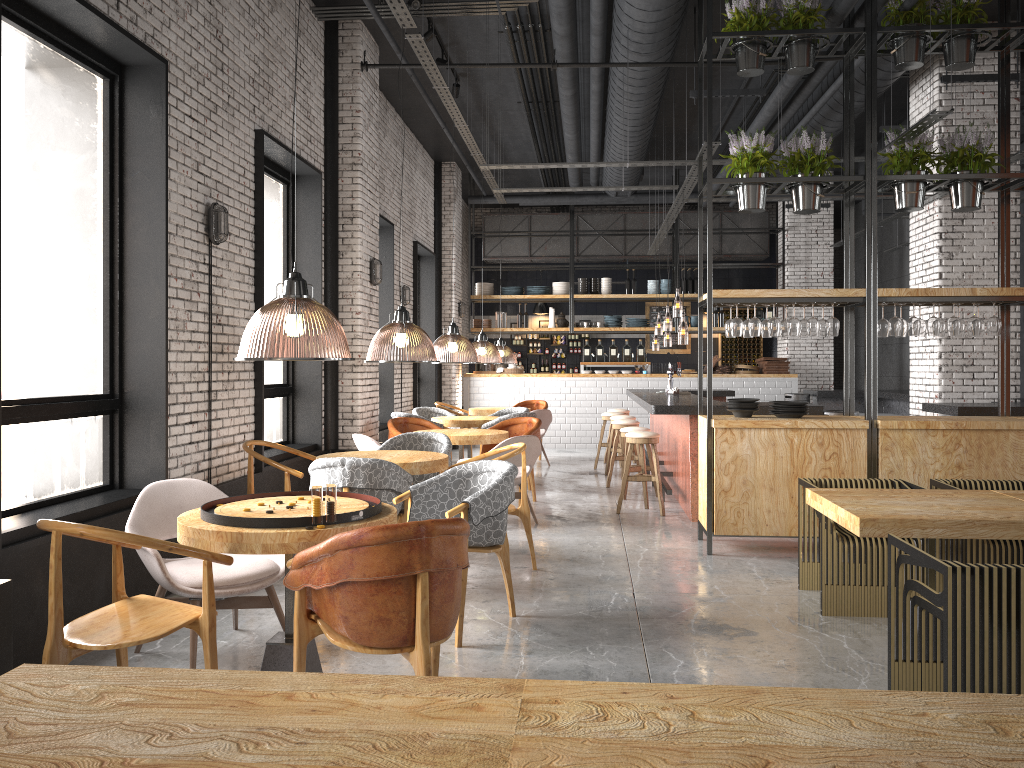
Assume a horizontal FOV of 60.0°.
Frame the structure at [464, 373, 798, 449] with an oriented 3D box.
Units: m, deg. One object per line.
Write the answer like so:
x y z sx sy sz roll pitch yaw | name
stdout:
2.094 0.482 16.245 5.800 1.346 1.511 0 1 5 | structure

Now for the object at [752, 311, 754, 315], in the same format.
5.181 -1.526 18.947 0.079 0.079 0.283 0 1 5 | object

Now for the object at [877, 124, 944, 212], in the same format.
3.129 -1.649 6.985 0.467 0.559 0.416 0 1 44 | object

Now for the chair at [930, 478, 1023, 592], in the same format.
2.976 0.981 5.361 0.657 0.730 0.638 0 1 8 | chair

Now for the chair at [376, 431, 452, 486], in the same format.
-0.747 0.861 7.092 0.681 0.929 0.644 0 0 15 | chair

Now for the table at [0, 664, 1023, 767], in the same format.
0.881 1.045 1.382 4.135 0.763 1.000 0 1 5 | table

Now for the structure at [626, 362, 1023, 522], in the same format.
3.704 0.489 10.985 4.310 1.533 5.877 0 1 5 | structure

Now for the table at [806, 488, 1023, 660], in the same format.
2.119 0.982 4.487 0.996 0.763 1.000 0 1 5 | table

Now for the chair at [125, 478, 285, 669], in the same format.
-1.560 0.947 4.540 0.802 0.850 0.771 1 1 44 | chair

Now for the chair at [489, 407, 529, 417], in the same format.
-0.039 0.770 11.560 0.644 0.929 0.681 0 1 -40 | chair

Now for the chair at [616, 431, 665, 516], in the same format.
1.306 0.869 8.691 0.480 0.805 0.439 0 0 -36 | chair

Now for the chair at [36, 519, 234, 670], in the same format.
-1.511 0.942 3.359 0.612 0.921 0.644 0 0 32 | chair

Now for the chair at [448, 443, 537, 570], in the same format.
-0.141 0.882 6.282 0.644 0.921 0.612 0 0 -3 | chair

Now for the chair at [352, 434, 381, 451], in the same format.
-1.076 0.871 8.217 0.802 0.850 0.771 0 1 -36 | chair

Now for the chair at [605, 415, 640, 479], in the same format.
1.423 0.809 11.612 0.439 0.805 0.480 0 0 44 | chair

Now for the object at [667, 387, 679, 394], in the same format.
2.120 0.084 11.675 0.091 0.091 0.177 0 1 -20 | object

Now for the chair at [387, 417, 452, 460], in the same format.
-0.999 0.818 9.229 0.681 0.929 0.644 0 1 -43 | chair

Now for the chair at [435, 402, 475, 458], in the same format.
-0.926 0.734 13.519 0.644 0.921 0.612 0 0 12 | chair

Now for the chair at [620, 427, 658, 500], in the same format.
1.364 0.874 9.858 0.480 0.805 0.439 0 0 -16 | chair

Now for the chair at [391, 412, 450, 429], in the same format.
-1.175 0.790 10.589 0.644 0.929 0.681 0 1 -40 | chair

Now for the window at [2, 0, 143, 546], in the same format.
-2.438 -0.621 4.741 0.365 2.697 1.535 0 0 5 | window

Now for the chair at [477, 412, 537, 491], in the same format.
-0.002 0.791 10.539 0.681 0.929 0.644 0 1 -40 | chair

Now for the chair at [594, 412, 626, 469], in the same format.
1.424 0.794 12.353 0.480 0.805 0.439 0 0 -21 | chair

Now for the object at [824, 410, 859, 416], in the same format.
3.025 0.767 8.234 0.399 1.035 0.397 0 0 40 | object

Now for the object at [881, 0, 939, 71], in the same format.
3.118 -2.769 6.949 0.416 0.559 0.467 0 1 24 | object

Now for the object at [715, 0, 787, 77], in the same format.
1.910 -2.773 7.117 0.467 0.559 0.416 0 0 -8 | object

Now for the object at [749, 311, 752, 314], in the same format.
5.084 -1.525 18.921 0.079 0.079 0.283 0 1 5 | object

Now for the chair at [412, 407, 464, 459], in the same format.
-1.005 0.770 11.575 0.681 0.929 0.644 0 1 -40 | chair

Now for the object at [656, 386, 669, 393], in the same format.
2.107 0.059 12.506 0.200 0.106 0.767 0 1 5 | object

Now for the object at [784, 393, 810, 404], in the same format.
4.298 0.662 13.363 0.399 1.035 0.397 0 0 40 | object

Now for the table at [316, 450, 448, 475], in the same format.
-0.920 0.921 6.323 0.932 0.810 0.932 -1 1 -38 | table

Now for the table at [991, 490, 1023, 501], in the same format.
3.118 0.984 4.399 0.996 0.763 1.000 0 1 5 | table

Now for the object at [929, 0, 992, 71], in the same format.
3.515 -2.770 6.966 0.416 0.559 0.467 0 0 -1 | object

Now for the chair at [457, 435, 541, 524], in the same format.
-0.112 0.873 8.129 0.771 0.850 0.802 0 1 -36 | chair

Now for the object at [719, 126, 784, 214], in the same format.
1.902 -1.650 7.043 0.416 0.559 0.467 0 1 -45 | object

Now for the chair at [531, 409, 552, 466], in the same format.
0.203 0.777 12.836 0.771 0.850 0.802 0 1 -36 | chair

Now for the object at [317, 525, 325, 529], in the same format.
-0.760 0.568 3.527 0.032 0.010 0.032 -1 1 -34 | object

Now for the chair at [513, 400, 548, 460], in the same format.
0.307 0.721 13.933 0.681 0.929 0.644 0 0 27 | chair

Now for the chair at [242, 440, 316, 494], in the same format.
-1.709 0.877 6.510 0.644 0.921 0.612 0 0 12 | chair

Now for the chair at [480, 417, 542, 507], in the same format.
0.050 0.818 9.231 0.681 0.929 0.644 0 1 42 | chair

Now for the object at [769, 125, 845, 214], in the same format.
2.350 -1.651 7.085 0.467 0.559 0.416 0 0 -18 | object

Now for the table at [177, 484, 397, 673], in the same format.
-0.975 0.889 3.900 0.932 0.973 0.932 -1 1 -42 | table

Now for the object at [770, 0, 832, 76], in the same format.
2.295 -2.772 7.065 0.416 0.559 0.467 0 0 -16 | object

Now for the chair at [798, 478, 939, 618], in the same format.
2.153 0.980 5.419 0.657 0.730 0.638 0 1 6 | chair

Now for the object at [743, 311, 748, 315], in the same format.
4.990 -1.525 18.925 0.079 0.079 0.283 0 1 5 | object

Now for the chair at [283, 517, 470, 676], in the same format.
-0.452 0.939 3.295 0.681 0.929 0.644 0 0 -33 | chair

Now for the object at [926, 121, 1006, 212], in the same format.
3.566 -1.649 6.976 0.467 0.559 0.416 0 0 -27 | object

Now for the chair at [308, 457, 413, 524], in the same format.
-0.985 0.894 5.497 0.681 0.929 0.644 0 0 5 | chair

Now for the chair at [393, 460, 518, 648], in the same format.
-0.233 0.905 4.936 0.644 0.929 0.681 0 0 -35 | chair

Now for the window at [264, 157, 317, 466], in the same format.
-2.158 -0.686 7.927 0.365 2.697 1.535 0 0 5 | window

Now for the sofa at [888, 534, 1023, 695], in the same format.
2.500 1.020 3.447 1.805 0.730 0.640 0 1 5 | sofa

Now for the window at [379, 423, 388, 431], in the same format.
-1.878 -0.751 11.115 0.365 2.697 1.535 0 0 5 | window

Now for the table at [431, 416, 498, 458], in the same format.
-0.531 0.826 10.979 0.932 0.810 0.932 -1 1 -38 | table

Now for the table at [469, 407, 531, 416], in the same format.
-0.184 0.777 13.362 0.932 0.810 0.932 -1 1 -42 | table

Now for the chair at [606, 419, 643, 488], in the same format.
1.315 0.828 10.662 0.439 0.805 0.480 0 0 -21 | chair

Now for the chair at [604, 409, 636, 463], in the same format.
1.549 0.774 13.305 0.439 0.805 0.480 0 0 -26 | chair

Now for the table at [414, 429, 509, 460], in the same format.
-0.498 0.873 8.655 0.932 0.810 0.932 -1 1 -38 | table
